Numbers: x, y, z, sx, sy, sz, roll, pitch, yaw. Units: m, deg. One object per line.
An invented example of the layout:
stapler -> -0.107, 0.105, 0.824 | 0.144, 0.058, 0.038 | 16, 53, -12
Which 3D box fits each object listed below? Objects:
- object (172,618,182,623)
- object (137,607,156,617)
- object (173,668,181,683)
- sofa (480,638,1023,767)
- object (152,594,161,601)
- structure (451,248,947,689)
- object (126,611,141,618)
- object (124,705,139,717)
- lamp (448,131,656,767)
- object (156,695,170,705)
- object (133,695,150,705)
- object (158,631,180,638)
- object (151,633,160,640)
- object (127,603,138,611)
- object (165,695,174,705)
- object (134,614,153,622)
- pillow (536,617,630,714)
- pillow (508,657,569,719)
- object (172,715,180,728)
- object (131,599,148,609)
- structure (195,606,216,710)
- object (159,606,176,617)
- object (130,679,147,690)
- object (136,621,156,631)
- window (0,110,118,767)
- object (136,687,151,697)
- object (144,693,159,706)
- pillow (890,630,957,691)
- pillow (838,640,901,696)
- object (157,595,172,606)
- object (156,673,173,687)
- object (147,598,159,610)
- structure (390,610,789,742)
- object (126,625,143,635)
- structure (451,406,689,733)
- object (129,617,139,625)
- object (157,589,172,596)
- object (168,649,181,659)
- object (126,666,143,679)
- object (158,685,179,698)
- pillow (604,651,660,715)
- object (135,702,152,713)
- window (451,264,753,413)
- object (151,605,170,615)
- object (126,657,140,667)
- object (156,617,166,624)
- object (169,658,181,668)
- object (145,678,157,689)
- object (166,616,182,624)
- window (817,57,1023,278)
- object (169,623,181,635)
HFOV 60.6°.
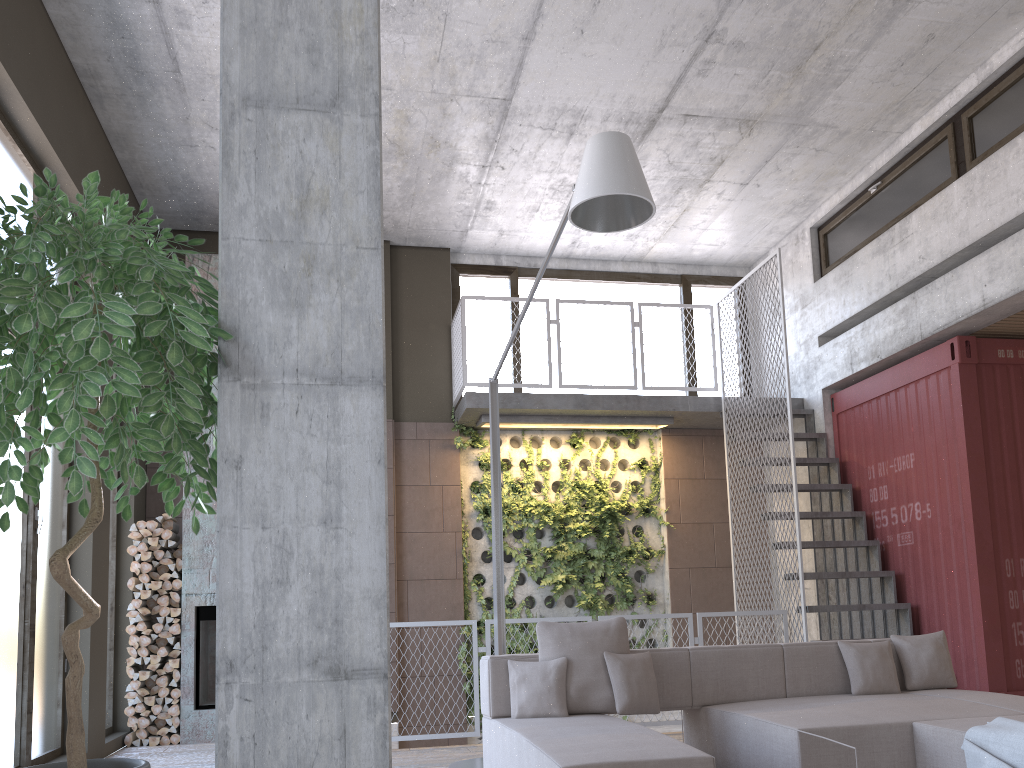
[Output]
object -> -3.037, 2.152, 7.979 | 0.063, 0.047, 0.257 | 1, -15, -12
object -> -3.332, 2.097, 8.062 | 0.115, 0.077, 0.447 | 0, -15, -10
object -> -3.020, 2.651, 7.994 | 0.064, 0.122, 0.374 | 0, -14, -10
sofa -> 1.557, 1.684, 4.221 | 2.997, 0.767, 3.094 | 1, -15, -11
object -> -3.241, 1.961, 8.063 | 0.064, 0.072, 0.369 | 0, -15, -9
structure -> 1.434, 1.151, 8.563 | 3.684, 4.219, 3.109 | 0, -10, -11
object -> -3.421, 2.100, 8.005 | 0.122, 0.066, 0.373 | 1, -15, -12
object -> -3.405, 2.940, 7.932 | 0.091, 0.090, 0.449 | 0, -15, -10
lamp -> 0.259, 0.718, 5.368 | 0.757, 3.347, 2.687 | 1, -10, -23
object -> -3.163, 2.871, 7.976 | 0.067, 0.065, 0.434 | 0, -15, -10
object -> -3.309, 2.818, 7.861 | 0.071, 0.071, 0.434 | 0, -15, -10
object -> -3.140, 2.293, 8.037 | 0.122, 0.066, 0.373 | 0, -15, -10
object -> -3.240, 2.305, 8.020 | 0.064, 0.072, 0.369 | 0, -15, -13
object -> -3.438, 2.041, 8.037 | 0.067, 0.069, 0.435 | 0, -15, -10
object -> -3.084, 2.871, 7.992 | 0.067, 0.065, 0.434 | 0, -15, -10
object -> -3.332, 2.122, 7.945 | 0.071, 0.071, 0.434 | 0, -15, -10
pillow -> 0.425, 1.642, 5.109 | 0.563, 0.545, 0.226 | 0, -8, -9
pillow -> 0.146, 1.752, 5.007 | 0.371, 0.368, 0.153 | -6, -9, 22
object -> -3.007, 3.042, 7.947 | 0.064, 0.122, 0.374 | 0, -14, -10
object -> -3.374, 2.016, 8.023 | 0.091, 0.087, 0.468 | 0, -15, -9
structure -> -2.583, 2.489, 8.015 | 0.576, 0.907, 0.057 | 0, -7, -11
object -> -3.153, 2.100, 8.082 | 0.092, 0.091, 0.449 | 0, -15, -10
object -> -3.351, 2.712, 7.939 | 0.091, 0.087, 0.468 | 0, -15, -9
object -> -3.344, 2.219, 8.040 | 0.091, 0.087, 0.468 | 0, -15, -10
window -> -2.773, -0.103, 3.694 | 0.209, 4.061, 9.455 | 0, -14, -13
object -> -3.309, 2.793, 7.979 | 0.115, 0.077, 0.447 | 0, -15, -10
object -> -3.237, 2.859, 7.960 | 0.093, 0.081, 0.493 | 0, -15, -10
pillow -> 2.625, 1.755, 5.573 | 0.362, 0.358, 0.192 | -1, -9, -6
pillow -> 2.244, 1.777, 5.472 | 0.370, 0.351, 0.191 | 0, -9, -12
object -> -3.165, 1.983, 8.016 | 0.098, 0.104, 0.302 | 0, -14, -12
object -> -3.142, 2.679, 7.933 | 0.098, 0.104, 0.302 | 0, -14, -12
object -> -3.301, 2.042, 8.122 | 0.104, 0.100, 0.300 | 0, -14, -10
structure -> 0.084, 2.661, 8.189 | 4.427, 0.913, 1.979 | 1, -14, -11
object -> -3.428, 2.244, 8.015 | 0.091, 0.090, 0.449 | 0, -15, -10
structure -> 0.660, 1.994, 9.472 | 2.627, 3.737, 1.025 | 0, -8, -11
object -> -3.406, 2.175, 8.011 | 0.066, 0.083, 0.437 | 0, -15, -9
object -> -3.178, 1.918, 8.054 | 0.089, 0.055, 0.341 | 0, -15, -10
object -> -3.064, 2.479, 8.068 | 0.115, 0.077, 0.447 | 1, -15, -12
object -> -3.435, 2.621, 7.987 | 0.070, 0.115, 0.374 | 0, -14, -11
object -> -3.130, 2.796, 7.999 | 0.092, 0.091, 0.449 | 0, -15, -10
pillow -> 0.701, 1.719, 5.046 | 0.379, 0.364, 0.172 | 7, -12, -37
object -> -3.321, 2.915, 7.956 | 0.091, 0.087, 0.468 | 0, -15, -10
window -> 1.067, -0.450, 10.146 | 3.566, 1.713, 0.112 | 1, -7, -11
object -> -3.235, 2.090, 8.094 | 0.101, 0.084, 0.373 | 0, -15, -10
object -> -3.424, 2.520, 7.991 | 0.079, 0.104, 0.448 | 0, -15, -11
object -> -3.186, 2.175, 8.059 | 0.067, 0.065, 0.434 | 0, -15, -10
object -> -3.050, 2.551, 8.037 | 0.093, 0.081, 0.493 | 0, -15, -10
object -> -3.278, 2.738, 8.039 | 0.104, 0.100, 0.300 | 0, -14, -10
object -> -3.107, 2.175, 8.075 | 0.067, 0.065, 0.434 | 0, -15, -10
window -> 4.030, -2.469, 5.110 | 0.113, 0.591, 8.669 | 0, -15, -11
object -> -3.042, 2.225, 7.969 | 0.101, 0.100, 0.300 | 0, -14, -12
